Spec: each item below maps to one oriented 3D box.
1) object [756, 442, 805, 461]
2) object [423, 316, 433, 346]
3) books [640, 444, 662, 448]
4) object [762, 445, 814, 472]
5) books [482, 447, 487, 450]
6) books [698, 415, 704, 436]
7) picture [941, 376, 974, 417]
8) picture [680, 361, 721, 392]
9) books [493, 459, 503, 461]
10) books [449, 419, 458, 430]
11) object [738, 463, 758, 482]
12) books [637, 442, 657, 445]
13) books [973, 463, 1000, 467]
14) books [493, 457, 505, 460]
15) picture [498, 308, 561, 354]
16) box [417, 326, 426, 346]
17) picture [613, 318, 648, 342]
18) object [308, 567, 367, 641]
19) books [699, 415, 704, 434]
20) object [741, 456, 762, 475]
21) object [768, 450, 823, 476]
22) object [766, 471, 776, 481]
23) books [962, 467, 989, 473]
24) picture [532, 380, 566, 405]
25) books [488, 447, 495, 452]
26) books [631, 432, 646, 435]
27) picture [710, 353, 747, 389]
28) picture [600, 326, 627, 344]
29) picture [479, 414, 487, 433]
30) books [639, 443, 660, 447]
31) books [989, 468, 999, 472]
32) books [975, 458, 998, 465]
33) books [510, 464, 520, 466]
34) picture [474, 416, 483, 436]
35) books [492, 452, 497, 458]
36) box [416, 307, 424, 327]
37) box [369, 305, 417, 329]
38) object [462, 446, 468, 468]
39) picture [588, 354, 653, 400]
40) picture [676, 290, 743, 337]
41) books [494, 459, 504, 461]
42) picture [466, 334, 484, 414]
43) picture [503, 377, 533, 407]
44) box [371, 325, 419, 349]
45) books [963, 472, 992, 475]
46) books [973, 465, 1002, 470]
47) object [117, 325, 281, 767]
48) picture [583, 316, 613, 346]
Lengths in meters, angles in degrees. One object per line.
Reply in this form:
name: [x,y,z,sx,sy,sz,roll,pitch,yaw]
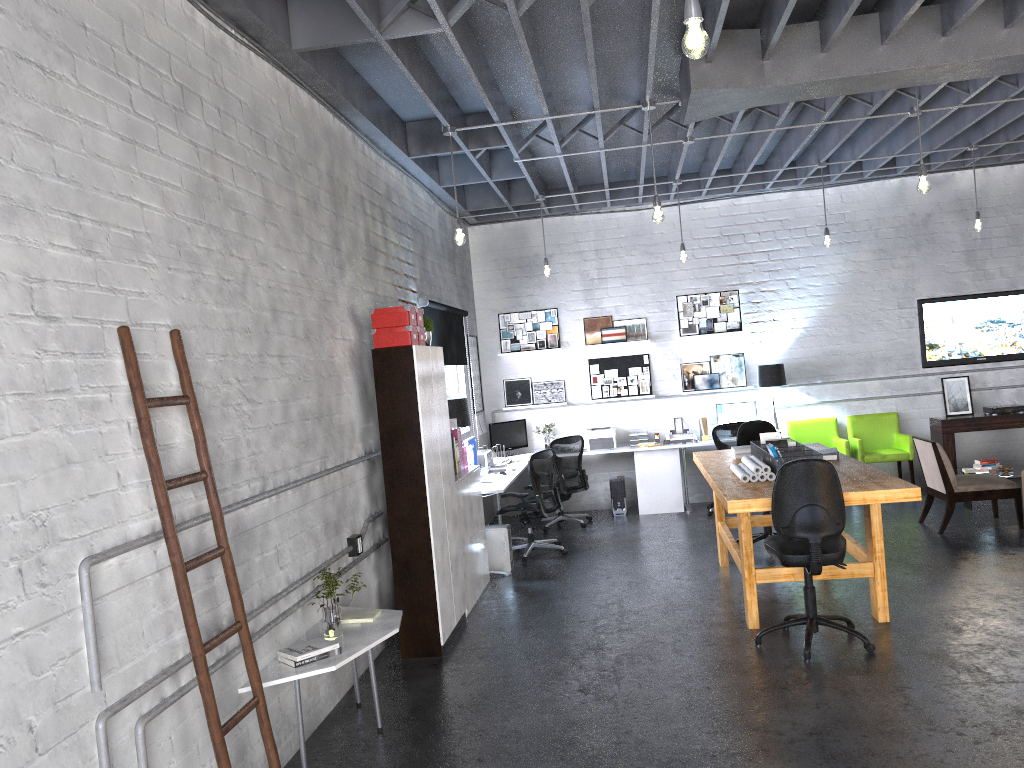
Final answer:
object: [2.023,0.538,6.683,0.316,0.156,0.306,-5,1,8]
object: [-0.655,-0.383,6.550,0.169,0.240,0.171,-5,2,7]
books: [1.634,0.726,10.428,0.211,0.014,0.148,-6,1,-28]
object: [1.984,0.546,6.378,0.316,0.156,0.306,-5,1,8]
books: [-0.299,0.804,10.435,0.052,0.109,0.133,-5,1,22]
books: [2.270,0.522,10.623,0.036,0.296,0.210,-5,2,8]
picture: [5.213,0.143,10.378,0.308,0.457,0.092,-5,2,8]
picture: [2.287,-0.094,10.768,0.452,0.345,0.054,-5,2,8]
books: [-0.240,0.858,10.073,0.297,0.006,0.210,-5,1,7]
books: [-0.551,0.431,7.535,0.192,0.267,0.060,-5,2,7]
object: [1.673,0.625,6.298,0.058,0.057,0.635,-5,1,8]
books: [1.588,0.702,10.418,0.211,0.014,0.148,-5,1,22]
books: [5.043,0.856,9.434,0.208,0.024,0.144,-5,1,-7]
books: [-0.240,0.853,10.077,0.297,0.006,0.210,-5,1,8]
picture: [0.213,-0.659,11.016,0.749,0.503,0.058,-5,2,8]
box: [-0.742,-0.313,6.075,0.270,0.131,0.206,-5,1,8]
picture: [1.449,-0.656,10.860,0.410,0.277,0.036,-5,2,8]
object: [-0.904,1.131,4.580,0.297,0.363,0.270,-4,2,43]
books: [2.278,0.520,10.626,0.043,0.296,0.210,-5,2,8]
object: [1.697,0.574,6.293,0.057,0.057,0.635,-5,1,8]
object: [1.944,0.555,6.073,0.316,0.156,0.306,-5,1,8]
object: [1.786,0.615,6.283,0.058,0.057,0.635,-5,1,8]
books: [4.798,0.892,9.181,0.223,0.027,0.161,-5,1,17]
picture: [0.459,0.103,11.023,0.410,0.277,0.036,-5,2,8]
books: [-0.237,0.807,10.395,0.017,0.121,0.183,-4,1,22]
books: [1.534,0.598,10.754,0.134,0.008,0.203,-5,1,-9]
picture: [2.617,-0.156,10.731,0.410,0.409,0.047,-5,2,8]
picture: [1.247,-0.597,10.874,0.311,0.196,0.029,-5,2,8]
picture: [-0.352,0.486,10.854,0.036,0.221,0.289,-5,1,8]
books: [1.615,0.714,10.418,0.211,0.014,0.148,-6,1,-18]
books: [5.032,0.910,9.439,0.223,0.032,0.161,-5,1,-12]
books: [5.038,0.824,9.425,0.185,0.041,0.128,-5,1,2]
books: [0.032,0.884,9.683,0.112,0.001,0.066,-5,1,-6]
picture: [-0.397,0.495,10.509,0.036,0.221,0.289,-5,1,8]
books: [-0.211,0.836,10.396,0.037,0.076,0.102,-5,1,22]
box: [-0.755,-0.443,6.071,0.268,0.133,0.206,-5,1,8]
box: [-0.780,-0.436,5.864,0.270,0.131,0.206,-5,1,8]
object: [-0.509,0.647,7.736,0.214,0.177,0.161,-5,1,8]
picture: [1.329,-0.088,10.896,0.749,0.503,0.058,-5,2,8]
picture: [2.385,-0.853,10.724,0.749,0.503,0.058,-5,2,8]
books: [-0.238,0.863,10.073,0.297,0.006,0.210,-5,1,10]
picture: [-0.439,-0.120,10.656,0.020,0.935,0.658,-5,2,8]
picture: [0.076,0.104,11.076,0.355,0.343,0.042,-5,2,8]
box: [-0.769,-0.307,5.868,0.270,0.131,0.206,-5,1,8]
books: [4.807,0.929,9.159,0.174,0.045,0.240,-5,1,-3]
books: [5.055,0.880,9.429,0.161,0.026,0.223,-6,1,-23]
object: [-1.162,0.825,3.435,0.320,2.122,0.424,-5,2,8]
picture: [1.066,-0.655,10.913,0.355,0.343,0.042,-5,2,8]
